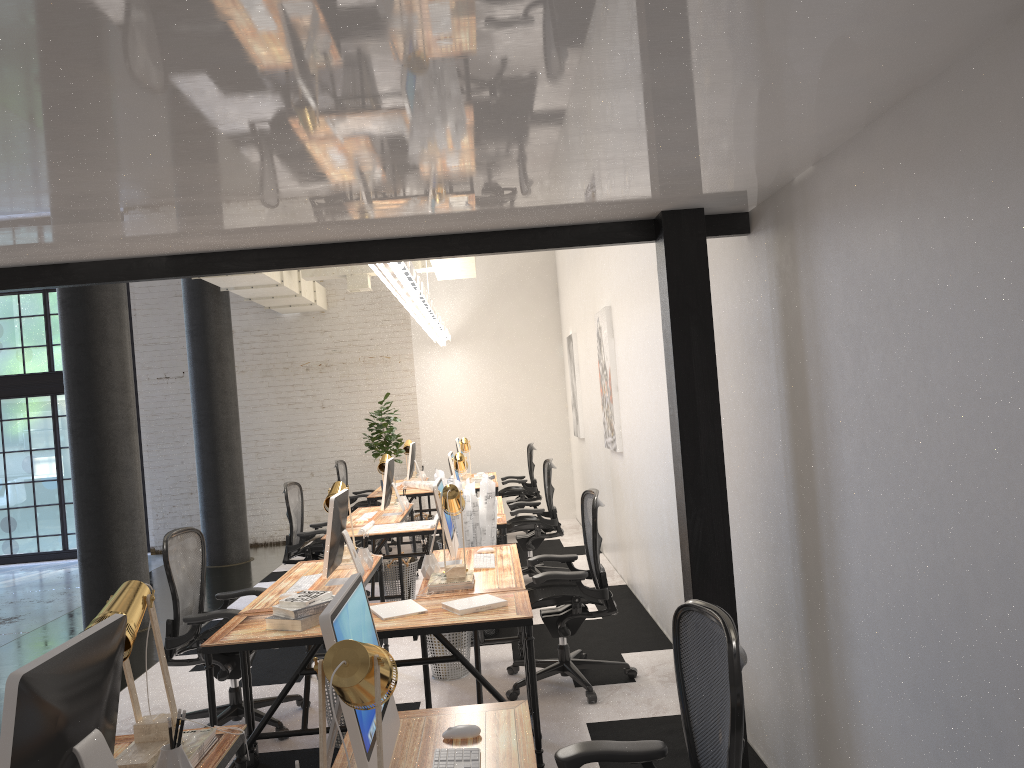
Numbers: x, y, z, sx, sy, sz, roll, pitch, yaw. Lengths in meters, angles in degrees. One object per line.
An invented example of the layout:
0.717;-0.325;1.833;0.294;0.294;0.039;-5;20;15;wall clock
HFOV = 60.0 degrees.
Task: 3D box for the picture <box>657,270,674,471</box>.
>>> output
0.898;-0.094;4.631;0.049;1.183;0.731;-5;0;-2;picture

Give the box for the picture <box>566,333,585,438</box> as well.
0.734;0.025;10.313;0.049;1.183;0.731;-5;0;-2;picture

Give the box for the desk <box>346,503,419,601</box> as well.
-1.158;1.509;7.796;0.529;0.724;1.401;-5;-1;-2;desk

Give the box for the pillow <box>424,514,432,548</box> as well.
-0.957;1.672;10.018;0.119;0.406;0.239;-5;0;-1;pillow

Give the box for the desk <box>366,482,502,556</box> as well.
-0.805;1.491;9.515;1.401;0.724;0.529;-5;0;-2;desk

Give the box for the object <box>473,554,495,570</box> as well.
-0.157;1.004;5.031;0.118;0.017;0.439;-5;-1;-2;object

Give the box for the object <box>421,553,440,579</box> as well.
-0.434;0.967;4.711;0.101;0.127;0.101;-5;-1;43;object

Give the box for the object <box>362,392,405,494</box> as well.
-1.370;0.633;9.478;0.438;1.077;0.514;-5;0;-11;object

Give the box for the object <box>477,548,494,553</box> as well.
-0.160;1.004;5.359;0.106;0.029;0.059;-5;-1;-1;object

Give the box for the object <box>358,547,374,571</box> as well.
-0.852;1.008;5.113;0.101;0.127;0.101;-5;-1;43;object

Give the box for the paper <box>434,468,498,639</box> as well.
-0.289;1.174;6.299;0.412;1.198;0.441;-4;0;-24;paper

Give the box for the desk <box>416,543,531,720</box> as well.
-0.187;1.377;4.919;0.529;0.724;1.401;-5;-1;-2;desk

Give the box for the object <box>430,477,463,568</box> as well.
-0.398;0.791;5.051;0.189;0.485;0.484;-5;-1;-2;object

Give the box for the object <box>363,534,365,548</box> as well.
-0.848;0.965;5.099;0.008;0.207;0.054;-5;0;-19;object

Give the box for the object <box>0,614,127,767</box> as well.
-0.895;0.771;1.835;0.189;0.485;0.484;-5;-1;-2;object

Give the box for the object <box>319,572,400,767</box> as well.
-0.376;0.734;2.112;0.189;0.485;0.484;-5;-1;-2;object

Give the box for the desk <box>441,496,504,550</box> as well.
-0.314;1.441;7.814;0.529;0.724;1.401;-5;-1;-2;desk

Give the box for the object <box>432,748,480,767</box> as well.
-0.135;0.948;2.092;0.118;0.017;0.439;-5;-1;-2;object

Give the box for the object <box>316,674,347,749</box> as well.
-0.807;1.565;4.445;0.353;0.435;0.359;-5;-1;-5;object

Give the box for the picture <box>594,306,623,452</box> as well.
0.815;-0.033;7.530;0.049;1.183;0.731;-5;0;-2;picture

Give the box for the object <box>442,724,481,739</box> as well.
-0.138;0.948;2.420;0.106;0.029;0.059;-5;-1;-1;object

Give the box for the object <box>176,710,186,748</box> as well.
-0.823;0.910;2.185;0.054;0.207;0.008;-5;0;-15;object

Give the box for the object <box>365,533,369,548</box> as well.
-0.845;0.966;5.123;0.054;0.207;0.008;-5;0;-15;object

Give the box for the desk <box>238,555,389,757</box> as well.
-1.031;1.445;4.901;0.529;0.724;1.401;-5;-1;-2;desk

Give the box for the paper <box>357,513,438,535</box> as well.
-0.855;1.081;6.861;0.625;0.061;0.568;-5;-1;-4;paper

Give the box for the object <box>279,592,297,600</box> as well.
-1.119;1.065;4.464;0.106;0.029;0.059;-5;-1;-1;object

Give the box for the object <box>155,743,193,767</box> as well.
-0.831;0.952;2.174;0.101;0.127;0.101;-5;-1;43;object

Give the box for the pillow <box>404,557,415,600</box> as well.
-0.855;1.636;7.337;0.119;0.406;0.239;-5;0;-1;pillow

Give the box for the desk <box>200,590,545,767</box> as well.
-0.575;1.390;3.939;1.401;0.724;0.529;-5;0;-2;desk

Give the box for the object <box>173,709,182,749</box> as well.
-0.835;0.910;2.188;0.054;0.207;0.008;-4;0;-37;object

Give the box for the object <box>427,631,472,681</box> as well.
-0.387;1.548;5.375;0.353;0.435;0.359;-5;-1;-5;object

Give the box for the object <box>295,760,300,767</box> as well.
-0.423;0.869;1.785;0.008;0.207;0.054;-5;0;-19;object

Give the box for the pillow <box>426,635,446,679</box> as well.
-0.465;1.568;5.377;0.119;0.406;0.239;-5;0;-1;pillow

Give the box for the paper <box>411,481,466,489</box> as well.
-0.831;1.090;9.671;0.083;0.082;1.135;-4;-1;-37;paper

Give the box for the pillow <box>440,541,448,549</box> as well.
-0.593;1.632;8.272;0.119;0.406;0.239;-5;0;-1;pillow

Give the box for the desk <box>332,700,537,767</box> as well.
-0.165;1.321;1.980;0.529;0.724;1.401;-5;-1;-2;desk

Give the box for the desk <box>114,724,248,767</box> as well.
-1.009;1.388;1.963;0.529;0.724;1.401;-5;-1;-2;desk

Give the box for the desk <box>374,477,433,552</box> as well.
-1.261;1.545;10.477;0.529;0.724;1.401;-5;-1;-2;desk

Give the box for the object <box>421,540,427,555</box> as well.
-0.448;0.926;4.700;0.054;0.207;0.008;-5;0;-15;object

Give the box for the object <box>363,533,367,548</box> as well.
-0.857;0.967;5.127;0.054;0.207;0.008;-4;0;-37;object

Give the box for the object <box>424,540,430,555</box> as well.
-0.436;0.925;4.696;0.054;0.207;0.008;-4;0;-37;object

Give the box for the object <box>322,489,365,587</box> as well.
-0.917;0.827;4.774;0.189;0.485;0.484;-5;-1;-2;object

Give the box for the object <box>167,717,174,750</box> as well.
-0.826;0.909;2.161;0.008;0.207;0.054;-5;0;-19;object

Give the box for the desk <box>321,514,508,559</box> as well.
-0.703;1.454;6.834;1.401;0.724;0.529;-5;0;-2;desk

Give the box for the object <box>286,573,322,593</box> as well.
-1.121;1.078;4.792;0.118;0.017;0.439;-5;-1;-2;object

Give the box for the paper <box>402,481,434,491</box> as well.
-0.998;1.104;9.666;0.083;0.082;1.135;-4;-1;-27;paper

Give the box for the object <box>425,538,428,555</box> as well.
-0.445;0.926;4.724;0.008;0.207;0.054;-5;0;-19;object

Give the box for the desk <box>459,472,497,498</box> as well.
-0.417;1.478;10.495;0.529;0.724;1.401;-5;-1;-2;desk
